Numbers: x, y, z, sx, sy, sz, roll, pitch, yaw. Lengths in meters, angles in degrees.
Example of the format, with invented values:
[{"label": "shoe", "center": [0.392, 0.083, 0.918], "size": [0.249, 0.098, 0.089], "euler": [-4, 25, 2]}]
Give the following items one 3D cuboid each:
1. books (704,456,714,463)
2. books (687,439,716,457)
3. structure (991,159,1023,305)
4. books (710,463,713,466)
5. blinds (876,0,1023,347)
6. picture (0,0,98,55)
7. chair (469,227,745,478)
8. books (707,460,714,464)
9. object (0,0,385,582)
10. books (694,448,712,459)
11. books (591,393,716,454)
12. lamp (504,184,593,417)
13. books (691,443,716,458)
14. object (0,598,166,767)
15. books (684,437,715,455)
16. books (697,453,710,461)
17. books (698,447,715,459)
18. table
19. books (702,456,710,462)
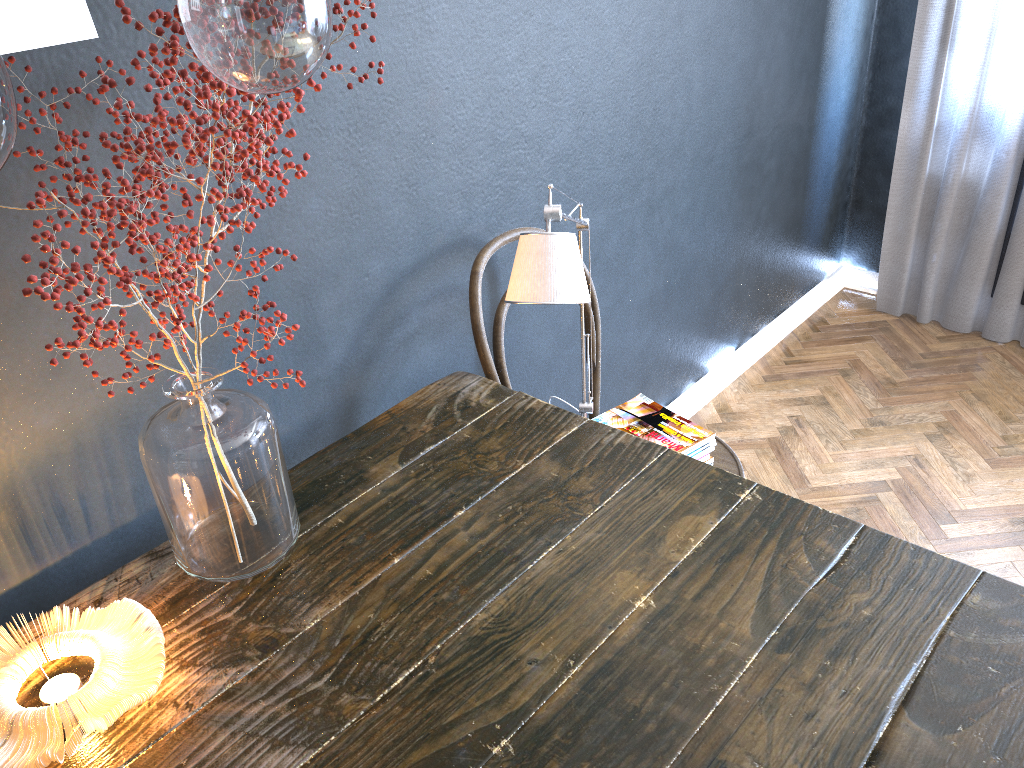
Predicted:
[{"label": "books", "center": [0.234, 0.169, 1.848], "size": [0.304, 0.013, 0.218], "euler": [-24, 36, -30]}, {"label": "books", "center": [0.236, 0.134, 1.837], "size": [0.303, 0.008, 0.217], "euler": [-25, 36, -31]}, {"label": "structure", "center": [2.377, -0.349, 2.504], "size": [1.841, 0.605, 0.215], "euler": [21, 39, 36]}, {"label": "books", "center": [0.234, 0.182, 1.857], "size": [0.304, 0.007, 0.217], "euler": [-24, 36, -30]}, {"label": "blinds", "center": [2.800, -0.941, 1.563], "size": [3.981, 2.808, 0.311], "euler": [21, 39, 36]}, {"label": "picture", "center": [-0.149, -0.974, 1.231], "size": [0.057, 0.776, 4.438], "euler": [22, 39, 36]}, {"label": "chair", "center": [0.222, 0.159, 1.895], "size": [0.548, 0.927, 0.436], "euler": [19, 38, 34]}, {"label": "books", "center": [0.235, 0.175, 1.854], "size": [0.304, 0.008, 0.217], "euler": [-24, 36, -30]}, {"label": "object", "center": [-0.428, -0.159, 1.071], "size": [0.638, 0.937, 0.553], "euler": [3, 32, 11]}, {"label": "books", "center": [0.235, 0.147, 1.843], "size": [0.287, 0.009, 0.217], "euler": [-25, 36, -30]}, {"label": "books", "center": [0.234, 0.118, 1.832], "size": [0.304, 0.013, 0.218], "euler": [-24, 36, -30]}, {"label": "lamp", "center": [0.106, 0.046, 1.707], "size": [0.242, 1.077, 0.794], "euler": [-6, 31, -2]}, {"label": "books", "center": [0.238, 0.140, 1.839], "size": [0.303, 0.008, 0.217], "euler": [-25, 36, -31]}, {"label": "object", "center": [-0.546, 0.359, 1.064], "size": [0.253, 0.072, 0.251], "euler": [-28, 38, -34]}, {"label": "books", "center": [0.233, 0.125, 1.836], "size": [0.304, 0.008, 0.217], "euler": [-24, 36, -30]}, {"label": "books", "center": [0.229, 0.157, 1.848], "size": [0.287, 0.009, 0.217], "euler": [-23, 36, -29]}, {"label": "books", "center": [0.236, 0.148, 1.849], "size": [0.304, 0.006, 0.217], "euler": [-24, 36, -30]}, {"label": "table", "center": [-0.179, 0.777, 1.102], "size": [1.123, 0.733, 1.597], "euler": [21, 39, 36]}, {"label": "books", "center": [0.230, 0.162, 1.850], "size": [0.287, 0.009, 0.217], "euler": [-23, 36, -29]}]
